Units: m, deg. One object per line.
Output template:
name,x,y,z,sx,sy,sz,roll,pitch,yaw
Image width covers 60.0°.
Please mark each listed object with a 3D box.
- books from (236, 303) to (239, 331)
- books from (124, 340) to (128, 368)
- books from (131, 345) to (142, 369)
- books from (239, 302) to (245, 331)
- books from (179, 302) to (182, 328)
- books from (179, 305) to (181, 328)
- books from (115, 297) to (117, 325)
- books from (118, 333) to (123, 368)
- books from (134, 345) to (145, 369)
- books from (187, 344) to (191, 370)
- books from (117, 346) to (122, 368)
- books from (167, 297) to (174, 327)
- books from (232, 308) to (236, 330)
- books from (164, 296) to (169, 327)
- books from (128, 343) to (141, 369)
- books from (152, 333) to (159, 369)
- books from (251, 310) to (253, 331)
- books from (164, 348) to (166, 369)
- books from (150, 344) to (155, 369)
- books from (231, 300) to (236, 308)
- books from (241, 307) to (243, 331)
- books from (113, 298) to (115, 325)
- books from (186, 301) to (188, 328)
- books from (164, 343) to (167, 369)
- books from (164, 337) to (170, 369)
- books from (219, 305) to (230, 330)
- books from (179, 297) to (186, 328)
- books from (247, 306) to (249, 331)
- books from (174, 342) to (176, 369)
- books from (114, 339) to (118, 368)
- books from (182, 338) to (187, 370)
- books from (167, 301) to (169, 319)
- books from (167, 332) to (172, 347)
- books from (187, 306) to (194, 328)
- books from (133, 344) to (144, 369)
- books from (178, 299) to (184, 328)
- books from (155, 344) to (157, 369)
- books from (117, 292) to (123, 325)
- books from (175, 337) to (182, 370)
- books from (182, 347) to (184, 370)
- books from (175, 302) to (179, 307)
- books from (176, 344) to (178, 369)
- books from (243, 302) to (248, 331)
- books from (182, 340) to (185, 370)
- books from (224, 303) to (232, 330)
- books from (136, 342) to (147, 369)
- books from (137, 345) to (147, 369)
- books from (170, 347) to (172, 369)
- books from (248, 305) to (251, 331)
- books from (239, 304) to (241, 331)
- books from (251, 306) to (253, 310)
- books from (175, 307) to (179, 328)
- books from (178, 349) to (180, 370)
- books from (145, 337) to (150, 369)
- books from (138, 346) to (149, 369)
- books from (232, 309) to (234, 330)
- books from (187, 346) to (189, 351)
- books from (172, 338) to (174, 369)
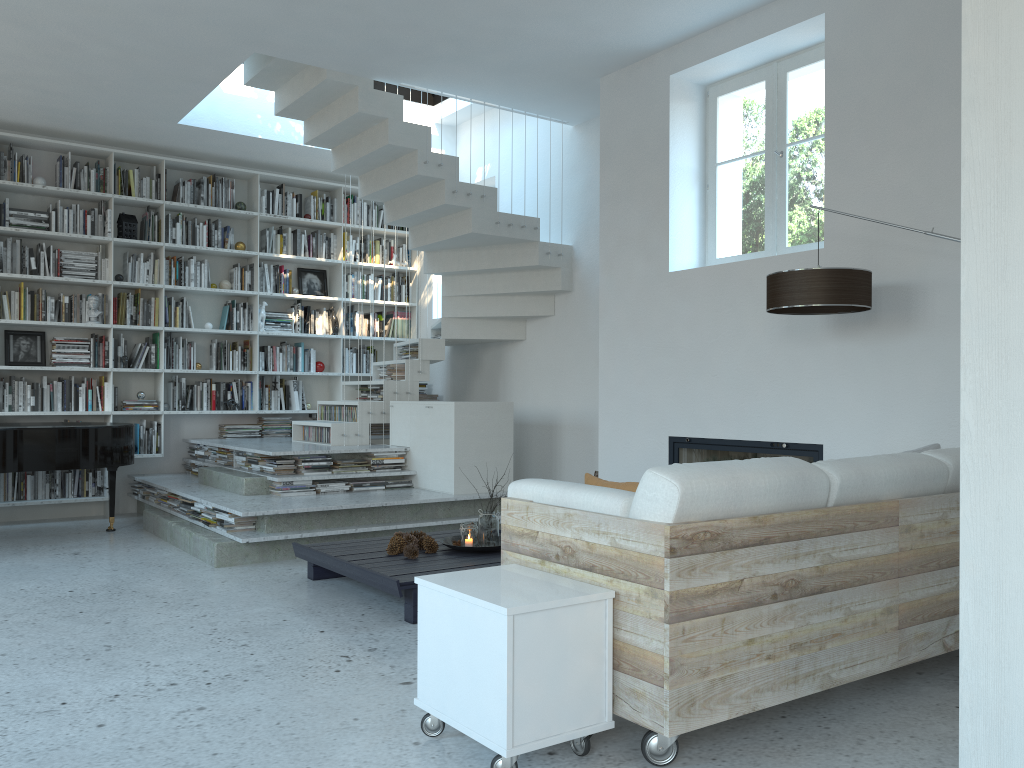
books,-2.588,-0.618,8.301,0.018,0.263,0.165,0,0,-35
books,-3.390,-0.255,7.752,0.035,0.248,0.141,0,0,-35
books,-3.310,-0.232,7.783,0.089,0.210,0.175,0,0,-35
books,-2.553,-0.623,8.336,0.032,0.274,0.154,0,0,-35
books,-3.008,-0.614,8.015,0.017,0.243,0.132,0,0,-35
books,-3.010,-0.599,7.999,0.007,0.211,0.158,0,0,-35
books,-3.461,-0.623,7.715,0.013,0.247,0.176,0,0,-35
books,-3.414,-0.284,7.724,0.013,0.307,0.141,0,0,-35
books,-3.297,-0.232,7.811,0.090,0.212,0.143,0,0,-35
books,-2.946,-0.243,8.054,0.015,0.238,0.176,0,0,-35
books,-3.422,-0.227,7.699,0.027,0.192,0.182,0,0,-35
books,-3.063,-0.633,7.941,0.013,0.279,0.191,0,0,-35
books,-2.616,-0.597,8.278,0.013,0.219,0.187,0,0,-35
books,-3.109,-0.638,7.928,0.035,0.288,0.191,0,0,-35
books,-3.321,-0.242,7.769,0.095,0.228,0.190,0,0,-35
books,-3.170,-0.290,7.888,0.014,0.325,0.182,0,0,-35
books,-2.489,-0.591,8.378,0.023,0.212,0.164,0,0,-35
books,-3.124,-0.221,7.934,0.015,0.188,0.168,0,0,-35
books,-3.200,-0.240,7.856,0.029,0.223,0.171,0,0,-35
books,-2.614,-0.634,8.299,0.013,0.295,0.154,0,0,-35
books,-2.560,-0.598,8.312,0.012,0.224,0.178,0,0,-35
books,-3.466,-0.621,7.697,0.014,0.244,0.145,0,0,-35
books,-2.970,-0.619,8.047,0.007,0.254,0.161,0,0,-35
books,-3.118,-0.246,7.949,0.011,0.239,0.136,0,0,-35
books,-3.098,-0.274,7.946,0.018,0.295,0.177,0,0,-35
books,-2.679,-0.607,8.250,0.056,0.241,0.153,0,0,-35
books,-2.984,-0.636,8.028,0.013,0.287,0.159,0,0,-35
books,-2.514,-0.608,8.363,0.013,0.245,0.158,0,0,-35
books,-3.051,-0.250,7.971,0.013,0.248,0.165,0,0,-35
books,-3.456,-0.258,7.700,0.028,0.253,0.142,0,0,-35
books,-2.977,-0.267,8.044,0.006,0.285,0.159,0,0,-35
books,-3.102,-0.616,7.956,0.007,0.244,0.145,0,0,-35
books,-3.081,-0.297,7.976,0.007,0.342,0.149,0,0,-35
books,-2.930,-0.596,8.042,0.051,0.210,0.176,0,0,-35
books,-3.308,-0.240,7.809,0.095,0.226,0.144,0,0,-35
books,-2.993,-0.627,8.015,0.006,0.270,0.178,0,0,-35
books,-3.186,-0.241,7.880,0.021,0.226,0.148,0,0,-35
books,-3.421,-0.645,7.710,0.035,0.293,0.145,0,0,-35
books,-3.007,-0.274,7.997,0.014,0.297,0.175,0,0,-35
books,-3.001,-0.226,8.022,0.013,0.203,0.167,0,0,-35
books,-3.032,-0.614,7.993,0.008,0.242,0.169,0,0,-35
books,-3.035,-0.239,7.970,0.011,0.226,0.188,0,0,-35
books,-2.522,-0.623,8.331,0.012,0.273,0.183,0,0,-35
books,-2.984,-0.258,8.019,0.012,0.267,0.183,0,0,-35
books,-2.644,-0.619,8.266,0.021,0.264,0.174,0,0,-35
books,-3.283,-0.247,7.819,0.094,0.238,0.149,0,0,-35
books,-3.285,-0.234,7.829,0.090,0.215,0.139,0,0,-35
books,-3.084,-0.228,7.963,0.013,0.204,0.154,0,0,-35
books,-2.494,-0.612,8.356,0.011,0.252,0.169,0,0,-35
books,-2.575,-0.616,8.311,0.015,0.259,0.152,0,0,-35
books,-2.470,-0.608,8.380,0.010,0.245,0.158,0,0,-35
books,-3.027,-0.589,7.964,0.017,0.192,0.191,0,0,-35
books,-3.019,-0.219,7.990,0.013,0.186,0.183,0,0,-35
books,-3.229,-0.271,7.861,0.013,0.286,0.138,0,0,-35
books,-3.269,-0.228,7.827,0.091,0.205,0.169,0,0,-35
books,-2.623,-0.592,8.273,0.006,0.210,0.188,0,0,-35
books,-2.961,-0.236,8.055,0.008,0.223,0.133,0,0,-35
books,-3.057,-0.268,7.964,0.005,0.284,0.159,0,0,-35
